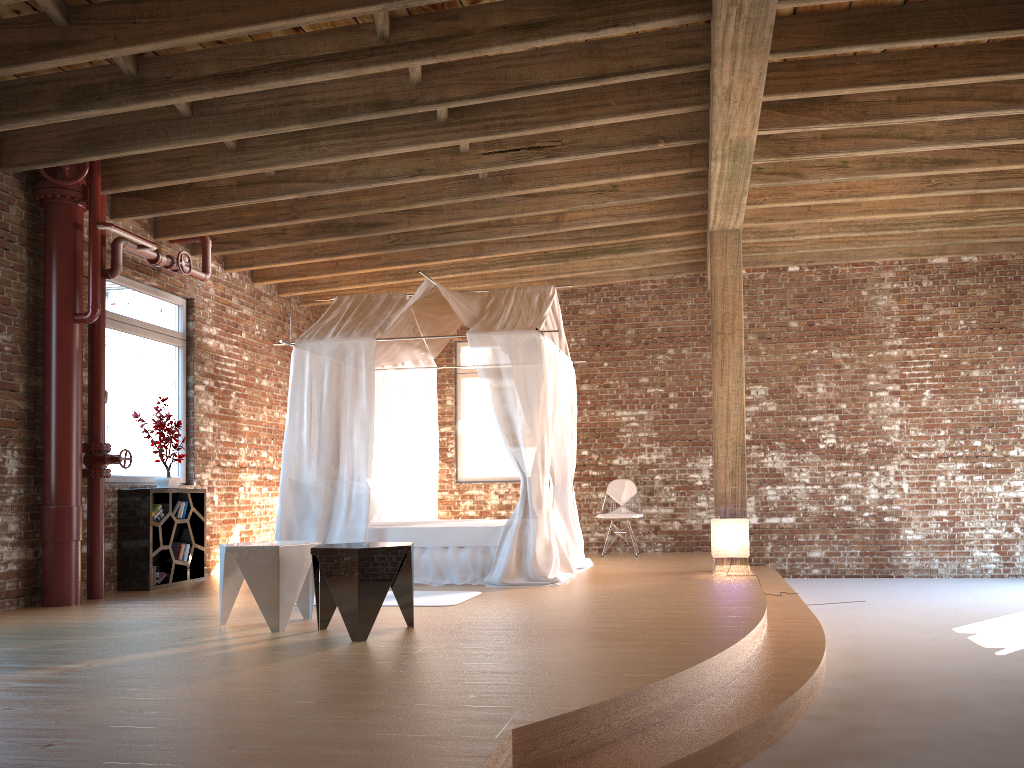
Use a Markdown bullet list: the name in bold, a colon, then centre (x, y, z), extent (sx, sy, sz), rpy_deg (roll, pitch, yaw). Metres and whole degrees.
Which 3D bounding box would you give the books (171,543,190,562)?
- **books**: centre (-2.963, 1.491, 7.807), extent (0.134, 0.180, 0.203), rpy_deg (-2, -5, 11)

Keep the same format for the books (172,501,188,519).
- **books**: centre (-2.979, 1.110, 7.768), extent (0.134, 0.165, 0.244), rpy_deg (-2, -5, 11)

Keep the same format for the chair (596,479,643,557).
- **chair**: centre (1.274, 1.562, 10.359), extent (0.539, 0.894, 0.574), rpy_deg (-2, -3, 11)

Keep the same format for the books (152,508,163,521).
- **books**: centre (-3.048, 1.105, 7.441), extent (0.134, 0.109, 0.154), rpy_deg (-2, -5, 11)

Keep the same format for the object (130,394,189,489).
- **object**: centre (-3.061, 0.497, 7.702), extent (0.399, 0.837, 0.414), rpy_deg (-1, -3, 6)

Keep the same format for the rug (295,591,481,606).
- **rug**: centre (-1.006, 1.574, 6.500), extent (1.436, 0.007, 0.863), rpy_deg (-2, -7, 11)

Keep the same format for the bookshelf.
- **bookshelf**: centre (-3.051, 1.343, 7.739), extent (0.293, 0.842, 0.857), rpy_deg (-1, -5, 12)

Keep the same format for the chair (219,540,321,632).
- **chair**: centre (-1.442, 1.194, 5.254), extent (0.546, 0.488, 0.607), rpy_deg (1, -5, -25)

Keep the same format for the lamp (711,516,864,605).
- **lamp**: centre (2.433, 1.541, 7.713), extent (1.394, 0.778, 0.358), rpy_deg (-1, -3, 2)

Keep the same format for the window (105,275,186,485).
- **window**: centre (-3.299, -0.005, 7.869), extent (0.168, 1.842, 1.347), rpy_deg (-1, -4, 12)

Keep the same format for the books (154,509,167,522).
- **books**: centre (-3.036, 1.123, 7.497), extent (0.134, 0.113, 0.157), rpy_deg (-2, -5, 11)

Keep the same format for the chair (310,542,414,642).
- **chair**: centre (-0.824, 1.142, 4.914), extent (0.632, 0.488, 0.525), rpy_deg (3, -6, -35)

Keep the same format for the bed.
- **bed**: centre (-0.696, -0.123, 8.425), extent (2.675, 3.870, 2.500), rpy_deg (-2, -4, 11)

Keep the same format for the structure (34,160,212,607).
- **structure**: centre (-3.073, -0.038, 7.156), extent (0.578, 3.452, 2.000), rpy_deg (-1, -3, 11)

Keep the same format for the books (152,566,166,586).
- **books**: centre (-3.035, 1.620, 7.458), extent (0.134, 0.159, 0.250), rpy_deg (-2, -6, 11)

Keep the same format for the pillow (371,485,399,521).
- **pillow**: centre (-1.388, 1.240, 9.100), extent (0.293, 0.431, 0.631), rpy_deg (-2, -5, 12)

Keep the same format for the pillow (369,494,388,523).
- **pillow**: centre (-1.355, 1.185, 8.407), extent (0.213, 0.290, 0.389), rpy_deg (-2, -5, 20)

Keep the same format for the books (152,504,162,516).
- **books**: centre (-3.052, 1.068, 7.429), extent (0.134, 0.109, 0.154), rpy_deg (-2, -5, 11)

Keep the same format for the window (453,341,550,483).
- **window**: centre (-0.092, 0.335, 11.112), extent (1.319, 1.843, 0.171), rpy_deg (-2, -2, 9)
